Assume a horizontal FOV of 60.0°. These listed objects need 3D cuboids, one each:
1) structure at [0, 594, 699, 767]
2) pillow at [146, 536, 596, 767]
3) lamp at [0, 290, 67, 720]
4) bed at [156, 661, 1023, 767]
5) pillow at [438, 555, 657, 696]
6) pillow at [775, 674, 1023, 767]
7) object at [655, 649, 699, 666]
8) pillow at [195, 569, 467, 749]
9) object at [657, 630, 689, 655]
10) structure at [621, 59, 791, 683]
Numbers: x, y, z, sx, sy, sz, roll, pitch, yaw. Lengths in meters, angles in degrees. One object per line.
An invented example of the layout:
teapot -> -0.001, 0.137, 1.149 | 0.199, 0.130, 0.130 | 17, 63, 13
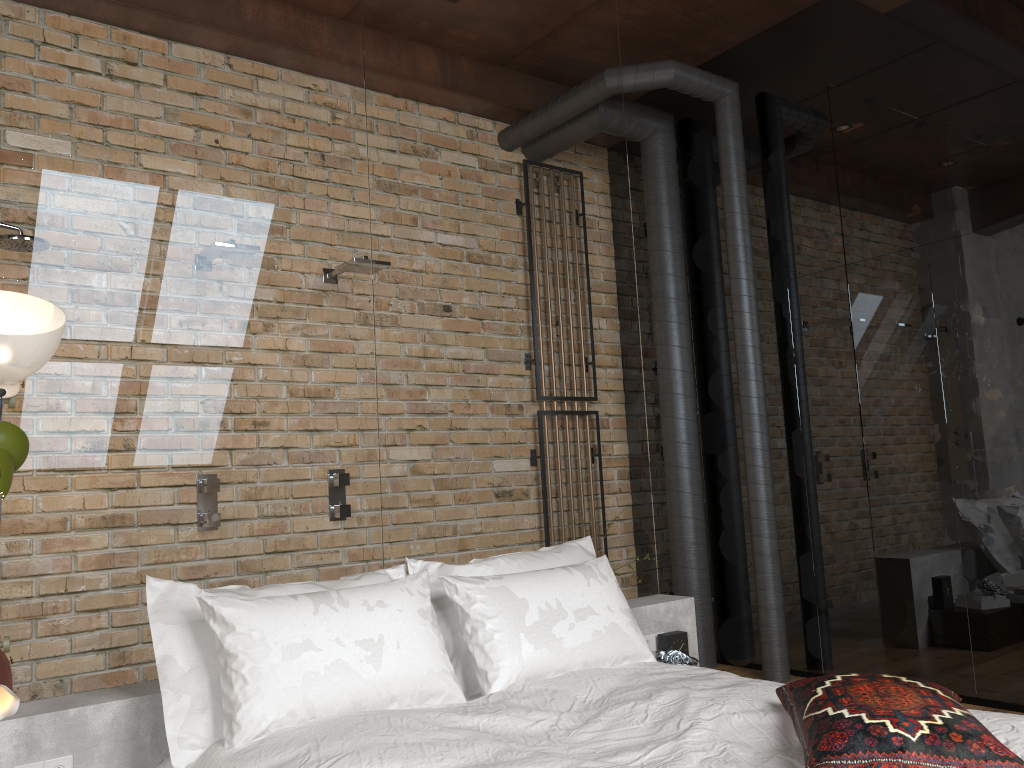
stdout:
structure -> -0.377, 1.159, 3.091 | 2.820, 0.494, 0.206 | 2, -8, -37
pillow -> -0.277, 0.809, 2.923 | 1.746, 0.517, 0.358 | 2, -8, -38
lamp -> -1.287, 0.558, 2.174 | 0.270, 1.582, 0.561 | 2, -8, -40
bed -> 0.437, 1.042, 2.224 | 2.300, 0.442, 2.169 | 2, -8, -37
pillow -> 0.132, 0.814, 3.023 | 0.748, 0.385, 0.291 | 2, -8, -37
pillow -> 0.831, 0.756, 1.932 | 0.453, 0.157, 0.748 | -5, -7, 13
object -> 0.642, 1.080, 3.431 | 0.170, 0.094, 0.160 | 0, -7, -26
pillow -> -0.502, 0.772, 2.547 | 0.744, 0.397, 0.276 | 2, -8, -37
object -> 0.675, 1.127, 3.690 | 0.116, 0.178, 0.067 | 1, -8, -34
structure -> 0.674, -0.038, 4.791 | 0.829, 3.140, 1.189 | 2, -8, -37
